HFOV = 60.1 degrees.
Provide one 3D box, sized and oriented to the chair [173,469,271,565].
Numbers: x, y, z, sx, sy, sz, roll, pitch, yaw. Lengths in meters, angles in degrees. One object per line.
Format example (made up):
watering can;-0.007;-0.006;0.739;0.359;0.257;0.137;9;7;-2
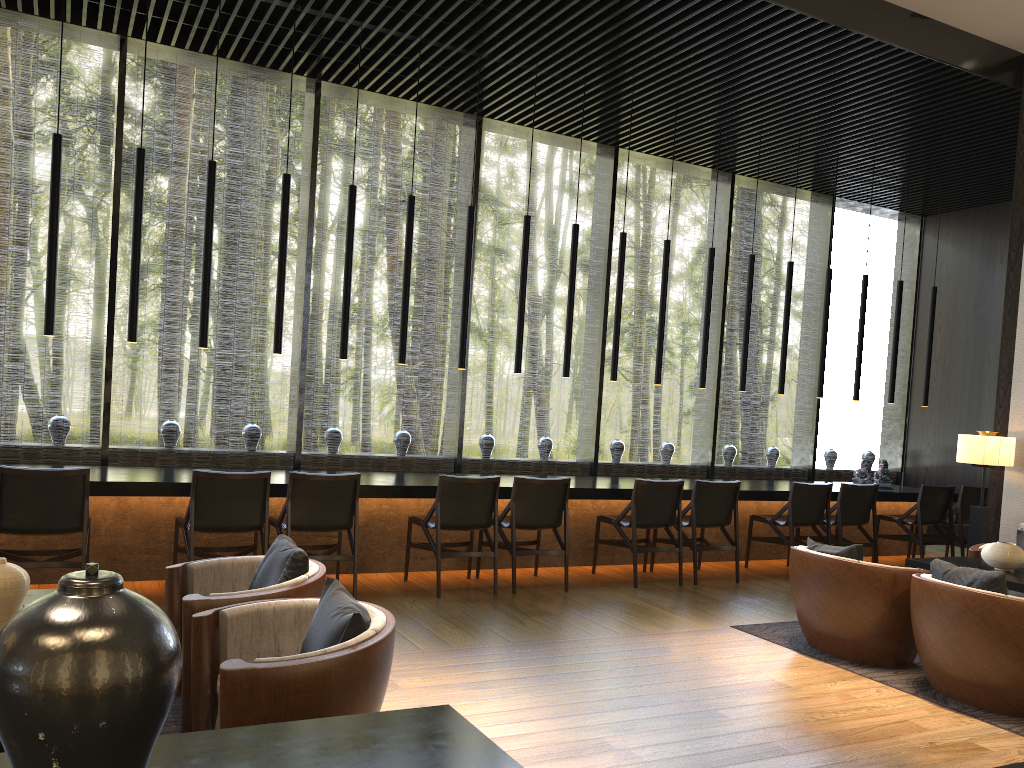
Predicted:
chair;-1.812;0.936;5.569;0.526;0.829;0.561;3;1;-27

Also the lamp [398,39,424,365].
lamp;-0.756;-1.357;6.644;0.060;2.425;0.060;3;2;-22

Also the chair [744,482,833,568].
chair;2.465;1.253;7.777;0.526;0.829;0.561;3;1;-27

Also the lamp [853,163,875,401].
lamp;3.535;-1.038;8.859;0.060;2.425;0.060;2;3;-32

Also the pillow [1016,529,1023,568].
pillow;3.509;1.161;5.774;0.219;0.361;0.470;3;0;-30

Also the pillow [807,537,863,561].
pillow;1.852;1.055;5.105;0.205;0.339;0.441;3;0;-20

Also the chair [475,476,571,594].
chair;0.109;1.079;6.561;0.526;0.829;0.561;3;1;-27

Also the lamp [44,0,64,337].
lamp;-2.856;-1.512;5.561;0.060;2.425;0.060;2;3;-32

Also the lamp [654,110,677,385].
lamp;1.355;-1.200;7.734;0.060;2.425;0.060;2;3;-32

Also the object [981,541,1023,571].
object;2.974;1.041;5.354;0.245;0.168;0.245;4;0;21

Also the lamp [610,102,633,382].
lamp;0.944;-1.230;7.522;0.060;2.425;0.060;2;3;-32

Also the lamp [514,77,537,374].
lamp;0.122;-1.291;7.097;0.060;2.425;0.060;3;2;-22

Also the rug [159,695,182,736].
rug;-1.715;1.294;2.919;2.244;0.008;1.954;4;-1;-27

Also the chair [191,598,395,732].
chair;-0.711;1.060;2.928;0.606;0.605;0.802;3;0;-27

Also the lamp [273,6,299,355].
lamp;-1.584;-1.418;6.217;0.060;2.425;0.060;3;2;-22

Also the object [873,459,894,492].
object;3.690;0.906;8.824;0.163;0.313;0.209;4;1;-2

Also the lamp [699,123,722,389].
lamp;1.797;-1.167;7.962;0.060;2.425;0.060;2;3;-32

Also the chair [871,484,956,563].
chair;3.899;1.360;8.516;0.526;0.829;0.561;3;1;-27

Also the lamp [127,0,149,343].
lamp;-2.425;-1.480;5.783;0.060;2.425;0.060;2;3;-32

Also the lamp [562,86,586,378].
lamp;0.524;-1.262;7.305;0.060;2.425;0.060;2;3;-32

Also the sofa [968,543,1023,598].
sofa;3.653;1.347;5.599;0.603;0.694;1.446;3;0;-27

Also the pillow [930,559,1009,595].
pillow;2.245;1.059;4.343;0.222;0.363;0.398;3;1;-27

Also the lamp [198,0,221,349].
lamp;-2.030;-1.451;5.987;0.060;2.425;0.060;2;3;-32

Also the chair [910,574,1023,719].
chair;2.337;1.284;4.404;0.606;0.605;0.802;3;0;-27

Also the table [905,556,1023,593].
table;2.952;1.380;5.252;0.576;0.518;1.040;3;0;-27

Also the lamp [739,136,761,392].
lamp;2.215;-1.136;8.177;0.060;2.425;0.060;2;3;-32

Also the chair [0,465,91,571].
chair;-2.712;0.869;5.105;0.526;0.829;0.561;3;1;-27

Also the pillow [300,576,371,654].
pillow;-0.590;0.855;2.971;0.205;0.339;0.441;3;0;-20

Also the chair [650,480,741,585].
chair;1.542;1.185;7.300;0.526;0.829;0.561;3;1;-27

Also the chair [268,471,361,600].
chair;-1.301;0.974;5.833;0.526;0.829;0.561;3;1;-27

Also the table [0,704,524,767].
table;-0.918;1.057;1.694;1.962;0.514;0.619;4;0;-27

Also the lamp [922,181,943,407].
lamp;4.445;-0.971;9.328;0.060;2.425;0.060;2;3;-32

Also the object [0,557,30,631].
object;-1.606;0.662;2.768;0.171;0.236;0.171;4;1;8

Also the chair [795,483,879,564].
chair;2.976;1.291;8.040;0.526;0.829;0.561;3;1;-27

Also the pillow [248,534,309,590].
pillow;-0.982;0.842;3.733;0.222;0.363;0.398;3;1;-27

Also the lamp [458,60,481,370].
lamp;-0.317;-1.324;6.871;0.060;2.425;0.060;2;3;-32

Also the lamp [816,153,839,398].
lamp;3.092;-1.071;8.630;0.060;2.425;0.060;2;3;-32

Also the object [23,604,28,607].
object;-1.526;0.762;2.910;0.138;0.051;0.173;4;-1;-31

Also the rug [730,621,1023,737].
rug;2.853;1.633;5.277;2.244;0.008;2.037;4;-1;-27

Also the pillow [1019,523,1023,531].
pillow;3.602;1.150;5.934;0.432;0.400;0.201;4;1;41

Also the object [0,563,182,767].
object;-0.750;0.560;1.558;0.311;0.494;0.311;3;1;-8

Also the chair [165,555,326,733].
chair;-1.101;1.051;3.688;0.606;0.605;0.802;3;0;-27

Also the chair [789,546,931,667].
chair;1.947;1.275;5.164;0.606;0.605;0.802;3;0;-27

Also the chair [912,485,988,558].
chair;4.410;1.398;8.780;0.526;0.829;0.561;3;1;-27

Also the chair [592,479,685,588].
chair;1.032;1.147;7.037;0.526;0.829;0.561;3;1;-27

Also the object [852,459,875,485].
object;3.465;0.891;8.714;0.207;0.311;0.162;5;2;43

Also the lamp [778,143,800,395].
lamp;2.640;-1.105;8.397;0.060;2.425;0.060;2;3;-32

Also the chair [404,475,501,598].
chair;-0.402;1.041;6.297;0.526;0.829;0.561;3;1;-27

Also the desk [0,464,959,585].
desk;-8.222;0.500;2.681;28.760;0.761;1.776;4;-1;-27

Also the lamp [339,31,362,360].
lamp;-1.160;-1.386;6.436;0.060;2.425;0.060;2;3;-32

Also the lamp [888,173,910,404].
lamp;3.986;-1.005;9.091;0.060;2.425;0.060;2;3;-32

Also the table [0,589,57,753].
table;-1.678;1.037;2.863;0.576;0.518;1.040;3;0;-27

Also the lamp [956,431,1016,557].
lamp;3.448;1.024;6.528;0.375;1.353;0.374;4;2;2
